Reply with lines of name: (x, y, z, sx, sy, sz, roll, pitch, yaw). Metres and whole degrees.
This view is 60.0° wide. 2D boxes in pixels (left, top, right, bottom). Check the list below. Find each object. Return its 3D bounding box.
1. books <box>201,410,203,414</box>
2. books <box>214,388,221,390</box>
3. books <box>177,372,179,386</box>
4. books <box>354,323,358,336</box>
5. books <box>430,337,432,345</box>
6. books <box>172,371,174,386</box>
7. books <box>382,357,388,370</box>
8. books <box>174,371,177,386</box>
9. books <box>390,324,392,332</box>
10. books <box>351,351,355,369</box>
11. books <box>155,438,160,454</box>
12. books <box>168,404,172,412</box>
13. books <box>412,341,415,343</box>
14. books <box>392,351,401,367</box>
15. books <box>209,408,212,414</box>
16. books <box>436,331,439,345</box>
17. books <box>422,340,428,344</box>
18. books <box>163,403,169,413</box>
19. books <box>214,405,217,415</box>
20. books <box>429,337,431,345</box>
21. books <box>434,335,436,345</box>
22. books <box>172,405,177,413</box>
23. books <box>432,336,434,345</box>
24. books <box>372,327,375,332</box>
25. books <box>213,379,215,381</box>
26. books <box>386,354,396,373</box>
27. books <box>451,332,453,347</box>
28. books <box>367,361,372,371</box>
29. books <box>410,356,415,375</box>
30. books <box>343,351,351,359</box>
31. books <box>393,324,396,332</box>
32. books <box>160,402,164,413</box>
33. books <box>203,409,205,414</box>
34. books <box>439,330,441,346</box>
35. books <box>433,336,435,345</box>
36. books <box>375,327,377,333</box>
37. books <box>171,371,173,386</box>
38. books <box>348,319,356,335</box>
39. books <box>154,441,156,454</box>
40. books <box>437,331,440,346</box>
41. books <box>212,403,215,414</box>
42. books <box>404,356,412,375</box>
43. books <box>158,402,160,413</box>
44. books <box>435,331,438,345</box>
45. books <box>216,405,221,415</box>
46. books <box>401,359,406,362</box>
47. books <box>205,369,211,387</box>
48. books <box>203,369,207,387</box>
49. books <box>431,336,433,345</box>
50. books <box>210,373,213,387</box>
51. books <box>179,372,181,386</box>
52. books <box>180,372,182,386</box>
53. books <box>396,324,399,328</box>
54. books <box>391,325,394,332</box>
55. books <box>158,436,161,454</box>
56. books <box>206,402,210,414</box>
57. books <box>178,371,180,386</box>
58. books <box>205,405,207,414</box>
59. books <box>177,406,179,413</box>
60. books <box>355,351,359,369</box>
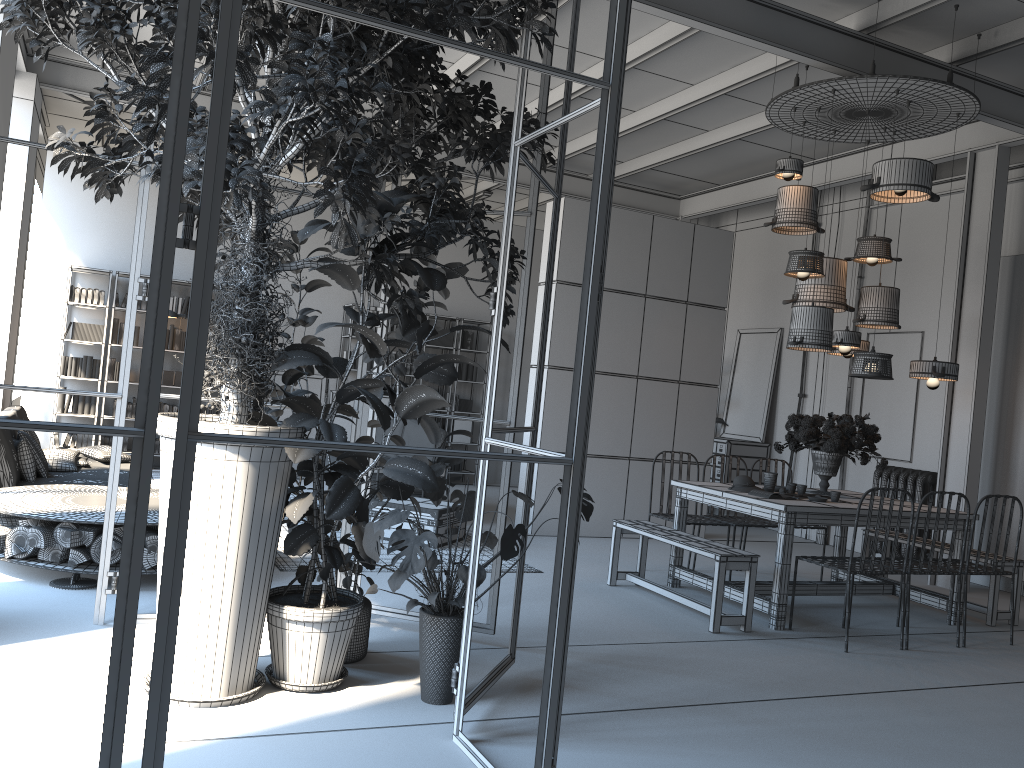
books: (-3.781, 0.369, 10.785, 0.022, 0.227, 0.165, 6, -1, -25)
books: (-3.609, -0.062, 10.890, 0.091, 0.265, 0.193, 6, -1, -25)
books: (-4.019, -0.062, 10.654, 0.012, 0.177, 0.134, 6, -1, -25)
books: (-2.023, -0.744, 11.496, 0.032, 0.231, 0.179, 6, -1, -25)
books: (-1.117, -0.643, 11.937, 0.016, 0.240, 0.182, 6, -1, -25)
books: (-4.076, -0.064, 10.651, 0.012, 0.177, 0.134, 6, -1, -25)
books: (-1.706, -0.274, 11.745, 0.057, 0.244, 0.178, 6, -1, -25)
books: (-4.040, -0.064, 10.645, 0.012, 0.177, 0.134, 6, -1, -25)
books: (-1.649, -0.692, 11.790, 0.029, 0.231, 0.173, 6, -1, -25)
books: (-2.092, -0.306, 11.591, 0.077, 0.244, 0.178, 6, -1, -24)
books: (-4.280, 0.748, 10.681, 0.040, 0.176, 0.242, 6, -1, -25)
books: (-4.126, 0.349, 10.686, 0.045, 0.191, 0.275, 6, -1, -25)
books: (-1.336, -0.665, 11.925, 0.083, 0.242, 0.178, 6, -1, -25)
books: (-1.555, -0.290, 11.833, 0.071, 0.303, 0.222, 6, -1, -25)
books: (-3.691, 0.354, 10.828, 0.027, 0.278, 0.202, 6, -1, -25)
books: (-1.032, -0.634, 11.976, 0.016, 0.240, 0.182, 6, -1, -25)
books: (-1.159, -0.648, 11.917, 0.016, 0.240, 0.182, 6, -1, -25)
books: (-4.174, 0.336, 10.661, 0.061, 0.204, 0.281, 6, -1, -25)
books: (-3.641, 0.359, 10.851, 0.027, 0.278, 0.202, 6, -1, -25)
books: (-1.131, -0.645, 11.930, 0.016, 0.240, 0.182, 6, -1, -25)
books: (-1.060, -0.637, 11.963, 0.016, 0.240, 0.182, 6, -1, -25)
books: (-4.083, 0.353, 10.705, 0.049, 0.193, 0.278, 6, -1, -25)
books: (-1.088, -0.640, 11.950, 0.016, 0.240, 0.182, 6, -1, -25)
books: (-1.872, -0.770, 11.660, 0.068, 0.318, 0.319, 6, -1, -25)
books: (-3.671, -0.048, 10.888, 0.022, 0.226, 0.163, 6, -1, -25)
books: (-1.630, -0.277, 11.777, 0.091, 0.265, 0.193, 6, -1, -25)
books: (-0.848, -0.615, 12.062, 0.016, 0.240, 0.182, 6, -1, -25)
books: (-1.897, -0.276, 11.701, 0.052, 0.223, 0.164, 6, -1, -25)
books: (-1.363, -0.249, 11.914, 0.062, 0.265, 0.193, 6, -1, -25)
books: (-2.160, -0.314, 11.581, 0.057, 0.242, 0.178, 6, -1, -25)
books: (-1.590, -0.679, 11.806, 0.039, 0.222, 0.161, 6, -1, -25)
books: (-4.212, 0.325, 10.638, 0.030, 0.215, 0.293, 6, -1, -25)
books: (-3.761, 0.371, 10.795, 0.022, 0.227, 0.165, 6, -1, -25)
books: (-1.003, -0.631, 11.989, 0.016, 0.240, 0.182, 6, -1, -25)
books: (-1.074, -0.639, 11.956, 0.016, 0.240, 0.182, 6, -1, -25)
books: (-1.816, -0.765, 11.686, 0.056, 0.315, 0.317, 6, -1, -25)
books: (-4.087, -0.065, 10.646, 0.012, 0.177, 0.134, 6, -1, -25)
books: (-2.067, -0.746, 11.486, 0.052, 0.223, 0.164, 6, -1, -25)
books: (-4.316, 0.744, 10.664, 0.040, 0.176, 0.242, 6, -1, -25)
books: (-1.018, -0.633, 11.983, 0.016, 0.240, 0.182, 6, -1, -25)
books: (-3.665, 0.357, 10.838, 0.027, 0.278, 0.202, 6, -1, -25)
books: (-1.416, -0.254, 11.876, 0.062, 0.265, 0.193, 6, -1, -25)
books: (-4.248, 0.322, 10.632, 0.044, 0.221, 0.273, 6, -1, -25)
books: (-1.046, -0.636, 11.970, 0.016, 0.240, 0.182, 6, -1, -25)
books: (-3.611, 0.378, 10.888, 0.057, 0.244, 0.180, 6, -1, -25)
books: (-1.490, -0.261, 11.865, 0.084, 0.267, 0.193, 6, -1, -24)
books: (-3.720, -0.063, 10.841, 0.057, 0.244, 0.178, 6, -1, -25)
books: (-3.769, -0.068, 10.806, 0.057, 0.244, 0.178, 6, -1, -25)
books: (-1.103, -0.642, 11.943, 0.016, 0.240, 0.182, 6, -1, -25)
books: (-3.691, -0.051, 10.878, 0.022, 0.226, 0.163, 6, -1, -25)
books: (-3.998, -0.060, 10.664, 0.012, 0.177, 0.134, 6, -1, -25)
books: (-3.988, -0.059, 10.669, 0.012, 0.177, 0.134, 6, -1, -25)
books: (-1.528, -0.684, 11.814, 0.077, 0.244, 0.178, 6, -1, -26)
books: (-1.616, -0.683, 11.794, 0.019, 0.224, 0.168, 6, -1, -25)
books: (-4.239, 0.736, 10.720, 0.061, 0.207, 0.283, 6, -1, -25)
books: (-3.715, 0.351, 10.815, 0.027, 0.278, 0.202, 6, -1, -25)
books: (-4.009, -0.061, 10.659, 0.012, 0.177, 0.134, 6, -1, -25)
books: (-3.741, 0.373, 10.804, 0.022, 0.227, 0.165, 6, -1, -25)
books: (-4.032, 0.365, 10.739, 0.077, 0.185, 0.259, 6, -1, -24)
books: (-2.030, -0.320, 11.621, 0.065, 0.278, 0.204, 6, -1, -25)
